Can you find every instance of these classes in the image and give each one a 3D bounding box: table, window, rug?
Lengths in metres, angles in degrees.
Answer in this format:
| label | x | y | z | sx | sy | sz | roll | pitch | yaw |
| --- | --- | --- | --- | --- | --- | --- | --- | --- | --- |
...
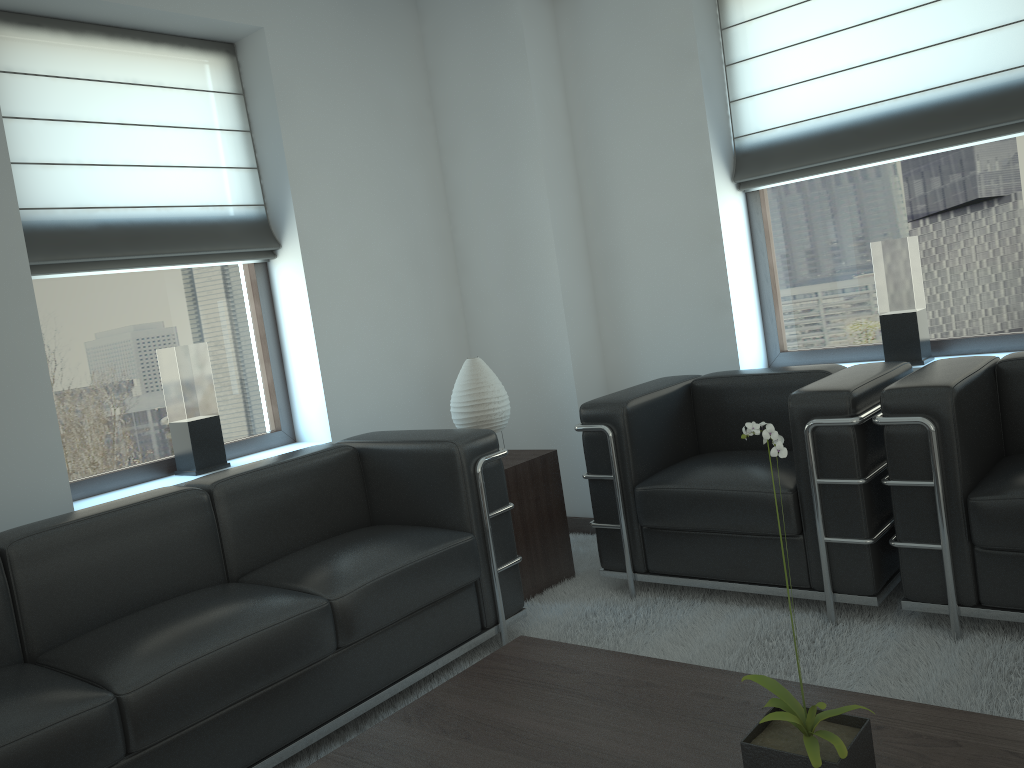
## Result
| label | x | y | z | sx | sy | sz | roll | pitch | yaw |
| --- | --- | --- | --- | --- | --- | --- | --- | --- | --- |
| table | 0.188 | 1.355 | 2.282 | 1.918 | 0.440 | 1.943 | -4 | 7 | 40 |
| table | -0.121 | 0.889 | 5.619 | 0.785 | 0.843 | 0.528 | -5 | 6 | 40 |
| window | -2.291 | -0.796 | 5.470 | 0.146 | 2.726 | 1.706 | -5 | 5 | 40 |
| window | 2.491 | -1.527 | 5.632 | 2.129 | 2.726 | 0.146 | -5 | 5 | 40 |
| rug | 0.118 | 1.504 | 2.837 | 5.161 | 0.110 | 6.275 | -4 | 7 | 40 |

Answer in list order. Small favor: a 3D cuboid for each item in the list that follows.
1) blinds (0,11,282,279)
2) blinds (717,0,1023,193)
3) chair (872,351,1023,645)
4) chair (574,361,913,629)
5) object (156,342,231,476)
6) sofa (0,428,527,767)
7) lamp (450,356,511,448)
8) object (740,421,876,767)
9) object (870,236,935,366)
| label | x | y | z | sx | sy | sz | roll | pitch | yaw |
| --- | --- | --- | --- | --- | --- | --- | --- | --- | --- |
| blinds | -2.258 | -1.424 | 5.332 | 0.222 | 1.473 | 1.692 | -5 | 6 | 40 |
| blinds | 2.294 | -2.118 | 5.462 | 2.120 | 1.473 | 0.223 | -4 | 5 | 40 |
| chair | 2.635 | 0.467 | 3.904 | 1.643 | 1.168 | 1.127 | -4 | 6 | 40 |
| chair | 1.357 | 0.554 | 4.995 | 1.643 | 1.168 | 1.127 | -4 | 6 | 40 |
| object | -1.948 | 0.150 | 5.400 | 0.243 | 0.774 | 0.239 | -5 | 5 | 40 |
| sofa | -1.431 | 1.096 | 3.695 | 1.122 | 1.168 | 3.489 | -5 | 6 | 40 |
| lamp | -0.196 | 0.154 | 5.521 | 0.375 | 0.653 | 0.375 | -10 | 4 | -20 |
| object | 0.662 | 0.569 | 2.171 | 0.335 | 0.990 | 0.253 | -5 | 5 | 40 |
| object | 2.408 | -0.510 | 5.482 | 0.243 | 0.774 | 0.239 | -5 | 5 | 40 |
